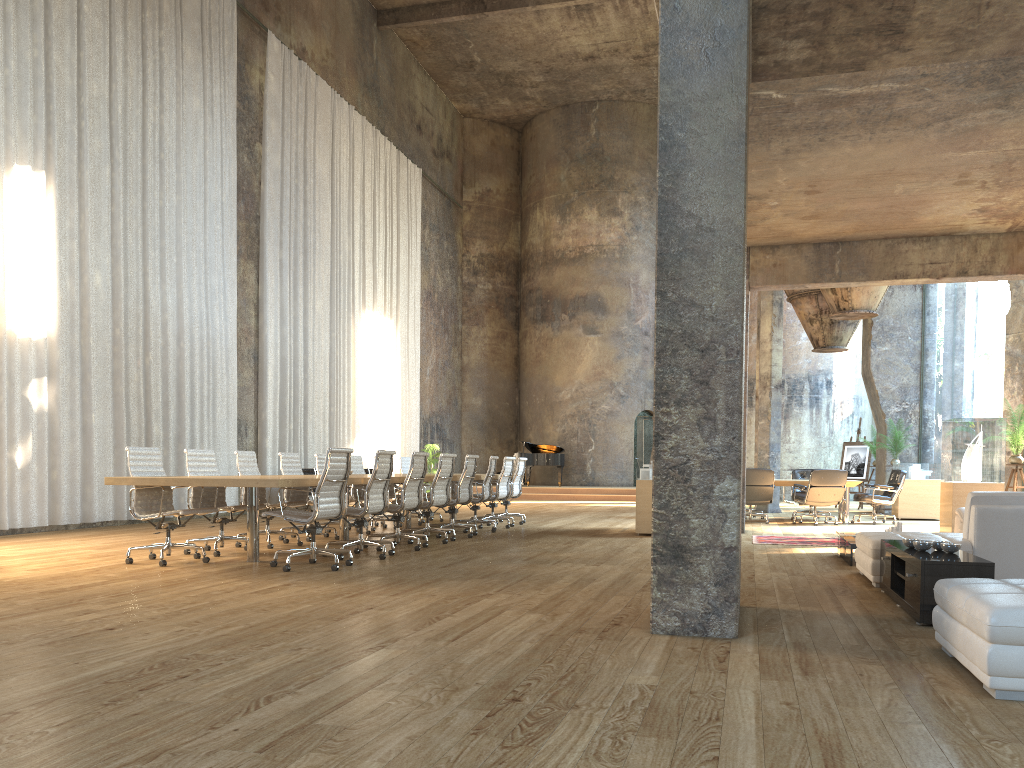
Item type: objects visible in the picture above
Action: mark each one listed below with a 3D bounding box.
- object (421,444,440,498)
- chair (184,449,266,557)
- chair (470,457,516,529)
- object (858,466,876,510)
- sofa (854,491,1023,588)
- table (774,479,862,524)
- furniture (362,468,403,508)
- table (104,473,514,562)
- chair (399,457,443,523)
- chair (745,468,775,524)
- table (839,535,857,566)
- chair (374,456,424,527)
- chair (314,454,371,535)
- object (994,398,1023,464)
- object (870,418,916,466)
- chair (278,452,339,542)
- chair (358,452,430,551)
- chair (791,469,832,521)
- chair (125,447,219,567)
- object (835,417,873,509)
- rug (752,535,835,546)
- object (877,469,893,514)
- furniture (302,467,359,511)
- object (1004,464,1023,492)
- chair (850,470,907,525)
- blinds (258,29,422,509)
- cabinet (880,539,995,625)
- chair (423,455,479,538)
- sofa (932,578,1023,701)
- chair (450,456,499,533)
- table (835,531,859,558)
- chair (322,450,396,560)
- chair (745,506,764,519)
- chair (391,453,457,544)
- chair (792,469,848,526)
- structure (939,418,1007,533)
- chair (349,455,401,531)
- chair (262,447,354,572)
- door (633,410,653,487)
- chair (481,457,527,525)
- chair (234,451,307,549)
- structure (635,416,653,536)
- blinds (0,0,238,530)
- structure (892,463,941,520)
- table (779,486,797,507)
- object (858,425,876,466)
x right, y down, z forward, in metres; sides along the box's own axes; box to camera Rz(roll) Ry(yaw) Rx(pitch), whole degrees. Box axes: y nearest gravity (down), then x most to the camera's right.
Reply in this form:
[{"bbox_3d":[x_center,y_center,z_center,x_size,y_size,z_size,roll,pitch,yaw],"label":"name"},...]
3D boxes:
[{"bbox_3d":[-2.055,2.242,22.199,1.091,1.459,1.129,0,-1,6],"label":"object"},{"bbox_3d":[-2.831,1.157,8.665,0.698,1.027,0.665,0,0,24],"label":"chair"},{"bbox_3d":[-0.305,1.564,12.704,0.698,1.027,0.665,0,0,24],"label":"chair"},{"bbox_3d":[7.981,2.282,19.231,0.658,0.974,0.570,0,0,9],"label":"object"},{"bbox_3d":[4.009,1.262,7.608,2.064,0.722,2.933,-1,-5,15],"label":"sofa"},{"bbox_3d":[4.546,1.967,14.824,2.409,0.701,1.106,-1,-3,15],"label":"table"},{"bbox_3d":[-2.630,2.208,18.713,0.708,0.842,1.875,0,-4,15],"label":"furniture"},{"bbox_3d":[-1.591,1.498,10.768,1.601,0.758,7.727,-1,-5,15],"label":"table"},{"bbox_3d":[1.298,1.623,13.119,12.949,1.032,31.556,-1,-6,15],"label":"chair"},{"bbox_3d":[3.875,1.813,14.255,0.729,0.894,0.822,0,-1,9],"label":"chair"},{"bbox_3d":[3.591,1.596,8.387,0.790,0.203,1.112,-1,-5,15],"label":"table"},{"bbox_3d":[-1.676,1.580,13.000,0.699,1.027,0.665,0,0,19],"label":"chair"},{"bbox_3d":[-2.144,1.409,11.245,0.698,1.027,0.665,0,0,24],"label":"chair"},{"bbox_3d":[6.761,0.612,11.776,0.688,0.941,0.859,0,-1,6],"label":"object"},{"bbox_3d":[7.281,1.102,16.863,0.858,0.942,0.688,0,-1,18],"label":"object"},{"bbox_3d":[-2.376,1.326,10.396,0.698,1.027,0.665,0,0,21],"label":"chair"},{"bbox_3d":[-1.232,1.227,9.259,0.698,1.027,0.665,0,0,21],"label":"chair"},{"bbox_3d":[5.240,1.936,15.421,0.729,0.894,0.822,0,-1,16],"label":"chair"},{"bbox_3d":[-3.028,1.075,7.824,0.698,1.027,0.665,0,0,21],"label":"chair"},{"bbox_3d":[7.997,1.835,20.399,0.700,2.152,0.684,2,2,44],"label":"object"},{"bbox_3d":[4.162,1.901,10.557,2.462,0.009,1.348,-1,-6,15],"label":"rug"},{"bbox_3d":[7.403,2.044,16.784,0.658,0.974,0.570,1,0,-39],"label":"object"},{"bbox_3d":[-3.252,1.983,16.408,0.708,0.842,1.875,0,-4,15],"label":"furniture"},{"bbox_3d":[6.692,1.565,11.824,0.658,0.974,0.570,1,0,-21],"label":"object"},{"bbox_3d":[5.985,1.847,14.430,0.820,0.894,0.730,0,-1,9],"label":"chair"},{"bbox_3d":[-3.427,-1.686,19.560,0.275,8.660,7.831,1,-1,16],"label":"blinds"},{"bbox_3d":[2.638,1.236,5.592,0.396,0.369,1.564,0,-5,15],"label":"cabinet"},{"bbox_3d":[-0.768,1.395,10.976,0.698,1.027,0.665,0,0,21],"label":"chair"},{"bbox_3d":[2.916,0.867,3.550,2.067,0.722,1.072,-1,-3,15],"label":"sofa"},{"bbox_3d":[-0.520,1.483,11.875,0.699,1.027,0.665,0,0,15],"label":"chair"},{"bbox_3d":[3.687,1.609,8.743,0.859,0.247,0.370,-1,-3,15],"label":"table"},{"bbox_3d":[-1.469,1.141,8.372,0.699,1.027,0.665,0,0,19],"label":"chair"},{"bbox_3d":[4.163,1.954,15.712,0.729,0.894,0.822,0,-1,22],"label":"chair"},{"bbox_3d":[-1.000,1.312,10.127,0.698,1.027,0.665,0,0,24],"label":"chair"},{"bbox_3d":[4.859,1.799,14.022,0.730,0.894,0.821,1,-1,-11],"label":"chair"},{"bbox_3d":[6.016,1.241,11.505,0.594,1.551,0.742,1,1,15],"label":"structure"},{"bbox_3d":[-1.913,1.494,12.113,0.698,1.027,0.665,0,0,21],"label":"chair"},{"bbox_3d":[-1.718,1.051,7.457,0.698,1.027,0.665,0,0,21],"label":"chair"},{"bbox_3d":[3.948,1.936,26.390,0.903,2.302,0.091,0,2,-27],"label":"door"},{"bbox_3d":[-0.115,1.646,13.548,0.698,1.027,0.665,0,0,21],"label":"chair"},{"bbox_3d":[-2.608,1.238,9.492,0.699,1.027,0.665,0,0,15],"label":"chair"},{"bbox_3d":[1.988,1.220,11.639,0.594,1.551,0.742,1,1,15],"label":"structure"},{"bbox_3d":[-5.678,-2.502,11.215,0.275,8.660,7.831,1,-1,16],"label":"blinds"},{"bbox_3d":[7.276,1.925,15.772,0.735,1.016,0.743,0,0,15],"label":"structure"},{"bbox_3d":[5.993,2.633,20.876,1.870,0.547,0.942,-1,-4,15],"label":"table"},{"bbox_3d":[7.941,1.334,19.233,0.687,0.941,0.859,0,-1,36],"label":"object"}]
